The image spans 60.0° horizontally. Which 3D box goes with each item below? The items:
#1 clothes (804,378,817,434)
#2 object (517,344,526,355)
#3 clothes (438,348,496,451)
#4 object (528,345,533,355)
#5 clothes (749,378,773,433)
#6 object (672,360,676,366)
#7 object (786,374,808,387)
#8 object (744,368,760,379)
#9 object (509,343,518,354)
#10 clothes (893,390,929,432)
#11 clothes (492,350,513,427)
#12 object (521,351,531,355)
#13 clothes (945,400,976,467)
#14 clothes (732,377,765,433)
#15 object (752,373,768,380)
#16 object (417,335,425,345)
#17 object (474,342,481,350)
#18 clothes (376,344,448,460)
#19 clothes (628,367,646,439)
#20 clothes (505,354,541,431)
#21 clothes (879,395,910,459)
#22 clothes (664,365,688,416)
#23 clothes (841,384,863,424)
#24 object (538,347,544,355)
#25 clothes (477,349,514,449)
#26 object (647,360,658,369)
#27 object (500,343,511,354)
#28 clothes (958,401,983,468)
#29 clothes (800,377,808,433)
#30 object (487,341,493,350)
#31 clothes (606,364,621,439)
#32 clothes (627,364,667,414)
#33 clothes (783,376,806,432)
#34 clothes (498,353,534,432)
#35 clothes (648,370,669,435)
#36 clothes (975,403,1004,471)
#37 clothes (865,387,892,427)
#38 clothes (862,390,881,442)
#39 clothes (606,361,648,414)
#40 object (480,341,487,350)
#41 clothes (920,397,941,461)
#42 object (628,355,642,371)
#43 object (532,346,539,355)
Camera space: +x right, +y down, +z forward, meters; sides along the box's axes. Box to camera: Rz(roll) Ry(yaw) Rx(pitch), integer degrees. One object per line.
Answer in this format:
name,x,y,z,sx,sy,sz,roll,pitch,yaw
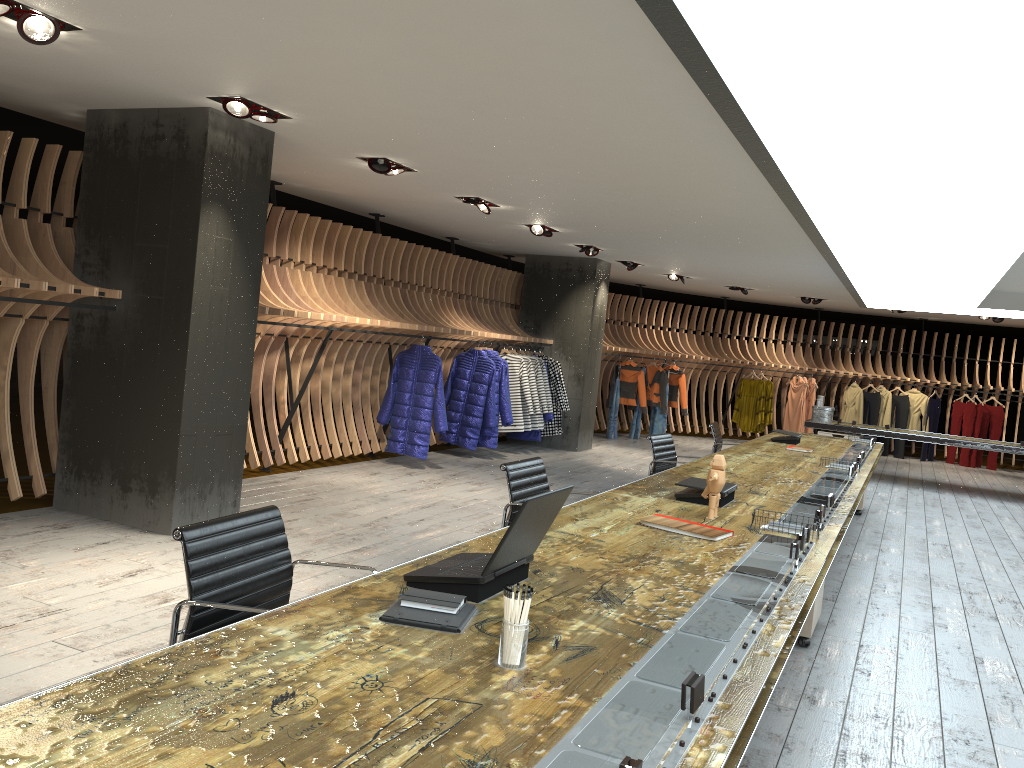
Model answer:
clothes,5.726,0.450,17.130,0.125,1.155,0.447,6,2,-11
object,0.132,-0.384,12.092,0.518,0.312,0.012,7,2,24
clothes,-0.589,0.177,10.980,0.880,1.260,0.242,7,2,21
object,0.237,-0.411,12.460,0.525,0.270,0.012,7,2,24
clothes,4.686,0.418,16.904,0.168,1.044,0.665,5,2,-35
object,2.922,-0.309,16.029,0.012,0.270,0.526,5,3,-36
object,5.500,-0.095,17.080,0.012,0.270,0.526,5,3,-31
object,4.573,-0.175,16.841,0.012,0.270,0.526,5,3,-36
object,0.023,-0.384,11.853,0.518,0.312,0.012,7,2,24
clothes,7.697,0.555,17.078,0.250,0.889,0.705,4,3,-45
clothes,-0.385,0.179,11.239,0.885,1.238,0.245,7,2,21
object,0.205,-0.385,12.255,0.518,0.312,0.012,7,2,24
clothes,8.543,0.987,16.878,0.093,1.337,0.552,5,2,-21
clothes,4.515,0.403,16.842,0.168,1.044,0.665,5,2,-35
object,4.744,-0.160,16.903,0.012,0.270,0.526,5,3,-36
object,-0.997,-0.402,9.668,0.525,0.270,0.012,7,2,24
object,-0.437,-0.393,10.943,0.523,0.292,0.012,7,2,24
clothes,-1.093,0.183,9.680,0.885,1.238,0.245,7,2,21
clothes,2.187,0.403,15.528,0.200,1.421,0.309,6,2,16
clothes,0.069,0.127,11.842,0.753,1.061,0.128,7,2,23
clothes,7.372,0.849,17.131,0.087,1.352,0.540,4,3,-41
clothes,2.884,0.093,16.068,0.200,0.880,0.840,5,3,-36
clothes,6.582,0.438,17.179,0.250,0.889,0.705,5,2,-15
object,0.424,-0.378,12.756,0.518,0.312,0.012,7,2,24
clothes,-0.387,0.186,11.044,0.884,1.245,0.249,7,2,21
object,2.491,-0.334,15.702,0.526,0.270,0.012,8,3,44
object,-0.074,-0.383,11.639,0.518,0.312,0.012,7,2,24
clothes,8.699,1.006,16.824,0.093,1.337,0.552,6,2,-6
clothes,5.563,0.434,17.112,0.125,1.155,0.447,6,2,-6
object,-0.289,-0.405,11.227,0.525,0.270,0.012,7,2,24
clothes,1.758,0.379,15.118,0.200,1.421,0.309,6,2,1
clothes,2.452,0.070,15.688,0.840,0.880,0.200,8,3,44
clothes,5.449,0.423,17.092,0.125,1.155,0.448,5,2,-31
clothes,-0.029,0.127,11.627,0.753,1.061,0.128,7,2,23
clothes,2.641,0.430,15.912,0.309,1.421,0.200,6,2,-4
clothes,8.967,1.038,16.719,0.093,1.337,0.552,5,2,-26
clothes,7.108,0.492,17.169,0.250,0.889,0.705,5,2,-25
clothes,6.860,0.794,17.178,0.087,1.352,0.540,5,2,-31
clothes,1.996,0.037,15.357,0.840,0.880,0.200,8,3,39
object,-0.349,-0.394,11.058,0.523,0.291,0.012,7,2,24
clothes,8.038,0.920,17.023,0.539,1.352,0.088,4,2,-41
object,2.041,-0.364,15.318,0.526,0.270,0.012,8,3,39
object,0.349,-0.376,12.583,0.517,0.316,0.012,7,2,24
